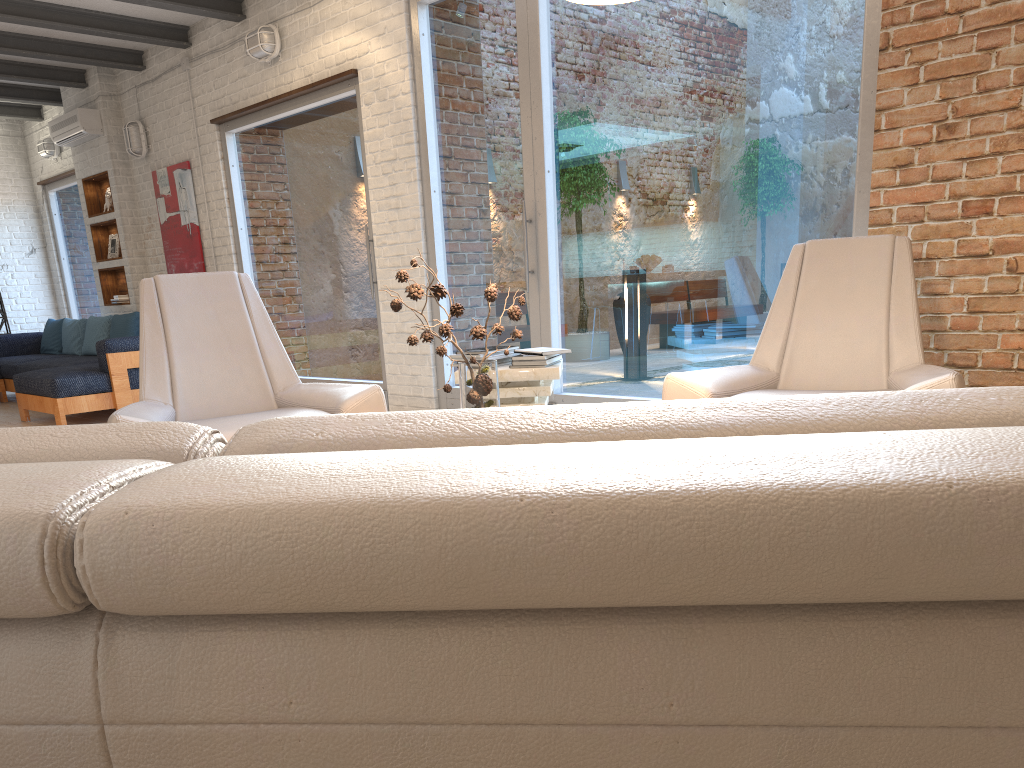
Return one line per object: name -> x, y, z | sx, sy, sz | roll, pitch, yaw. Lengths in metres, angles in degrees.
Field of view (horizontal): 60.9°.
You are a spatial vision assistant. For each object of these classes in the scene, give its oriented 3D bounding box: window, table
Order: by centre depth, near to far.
table -> 0.009, 0.157, 4.381 | 0.495, 0.524, 0.475 | -2, 12, 5
window -> -0.972, -3.004, 5.863 | 12.168, 6.665, 0.629 | 5, 17, 44

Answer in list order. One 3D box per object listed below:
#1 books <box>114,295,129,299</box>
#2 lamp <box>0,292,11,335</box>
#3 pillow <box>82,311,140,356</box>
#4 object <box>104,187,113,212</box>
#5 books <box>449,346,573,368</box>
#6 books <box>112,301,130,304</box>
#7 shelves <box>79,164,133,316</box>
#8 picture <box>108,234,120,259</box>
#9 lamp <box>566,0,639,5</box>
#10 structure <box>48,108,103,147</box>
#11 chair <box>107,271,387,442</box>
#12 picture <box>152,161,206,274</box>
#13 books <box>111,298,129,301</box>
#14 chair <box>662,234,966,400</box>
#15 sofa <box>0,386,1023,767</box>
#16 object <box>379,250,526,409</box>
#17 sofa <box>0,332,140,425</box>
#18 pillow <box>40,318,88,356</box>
books -> -4.036, -0.902, 9.036 | 0.130, 0.035, 0.202 | -8, 8, -35
lamp -> -5.610, -0.852, 9.907 | 0.869, 1.919, 0.483 | 1, 16, 17
pillow -> -3.867, -0.473, 8.421 | 1.195, 0.434, 0.248 | 4, 15, 44
object -> -4.047, -1.849, 8.768 | 0.110, 0.252, 0.211 | -14, 16, -36
books -> 0.035, -0.133, 4.258 | 0.566, 0.082, 0.377 | 1, 8, 29
books -> -4.043, -0.849, 9.049 | 0.159, 0.018, 0.247 | -8, 8, -35
shelves -> -4.055, -1.434, 8.922 | 0.756, 1.484, 0.186 | 10, 20, 43
picture -> -4.082, -1.415, 8.969 | 0.191, 0.254, 0.099 | 6, 17, 35
lamp -> 1.089, -0.603, 2.131 | 2.028, 2.446, 0.305 | -5, 16, -7
structure -> -4.254, -2.490, 8.488 | 0.804, 0.228, 0.195 | 4, 13, 44
chair -> -1.131, 0.058, 3.537 | 1.014, 1.057, 0.946 | -9, 13, -27
picture -> -3.061, -1.482, 7.997 | 0.732, 0.998, 0.019 | 9, 20, 43
books -> -4.031, -0.875, 9.037 | 0.167, 0.019, 0.233 | -9, 9, -42
chair -> 1.197, -0.047, 3.339 | 1.021, 1.038, 0.950 | 3, 13, 29
sofa -> -0.270, 0.390, 1.285 | 2.331, 0.788, 1.100 | -2, 10, 6
object -> -0.165, -0.075, 2.481 | 0.317, 0.630, 0.520 | 1, 13, 16
sofa -> -4.496, -0.110, 8.174 | 3.897, 0.687, 2.032 | 4, 10, 45
pillow -> -4.811, -0.504, 9.366 | 1.092, 0.415, 0.237 | 4, 15, 43
